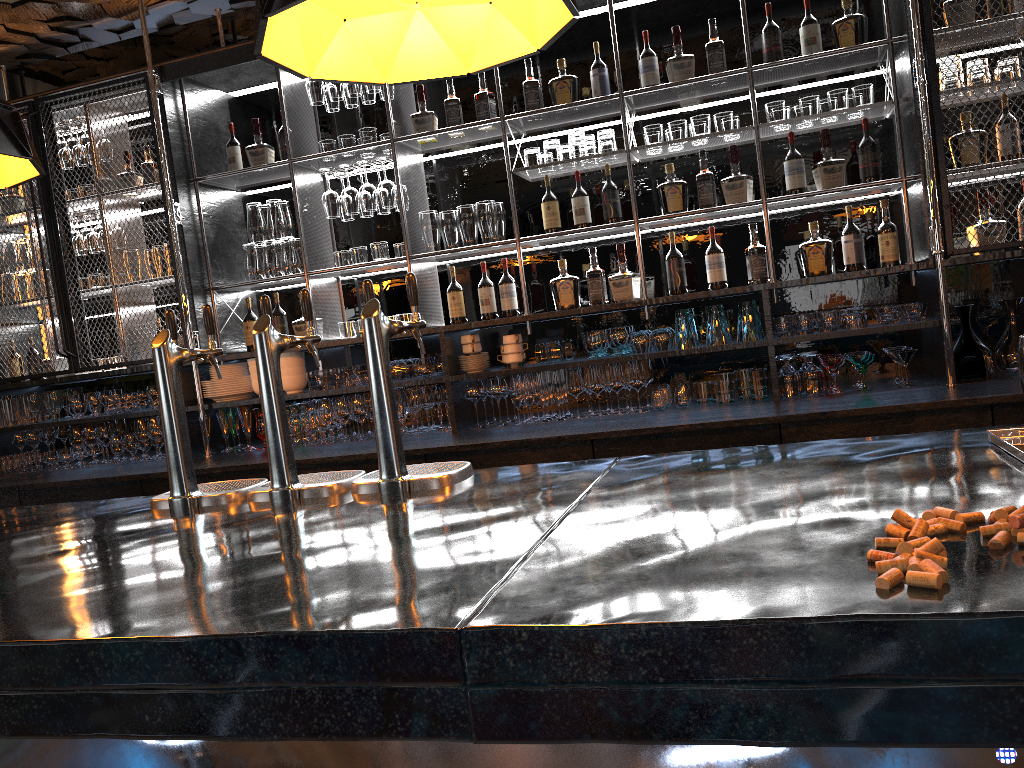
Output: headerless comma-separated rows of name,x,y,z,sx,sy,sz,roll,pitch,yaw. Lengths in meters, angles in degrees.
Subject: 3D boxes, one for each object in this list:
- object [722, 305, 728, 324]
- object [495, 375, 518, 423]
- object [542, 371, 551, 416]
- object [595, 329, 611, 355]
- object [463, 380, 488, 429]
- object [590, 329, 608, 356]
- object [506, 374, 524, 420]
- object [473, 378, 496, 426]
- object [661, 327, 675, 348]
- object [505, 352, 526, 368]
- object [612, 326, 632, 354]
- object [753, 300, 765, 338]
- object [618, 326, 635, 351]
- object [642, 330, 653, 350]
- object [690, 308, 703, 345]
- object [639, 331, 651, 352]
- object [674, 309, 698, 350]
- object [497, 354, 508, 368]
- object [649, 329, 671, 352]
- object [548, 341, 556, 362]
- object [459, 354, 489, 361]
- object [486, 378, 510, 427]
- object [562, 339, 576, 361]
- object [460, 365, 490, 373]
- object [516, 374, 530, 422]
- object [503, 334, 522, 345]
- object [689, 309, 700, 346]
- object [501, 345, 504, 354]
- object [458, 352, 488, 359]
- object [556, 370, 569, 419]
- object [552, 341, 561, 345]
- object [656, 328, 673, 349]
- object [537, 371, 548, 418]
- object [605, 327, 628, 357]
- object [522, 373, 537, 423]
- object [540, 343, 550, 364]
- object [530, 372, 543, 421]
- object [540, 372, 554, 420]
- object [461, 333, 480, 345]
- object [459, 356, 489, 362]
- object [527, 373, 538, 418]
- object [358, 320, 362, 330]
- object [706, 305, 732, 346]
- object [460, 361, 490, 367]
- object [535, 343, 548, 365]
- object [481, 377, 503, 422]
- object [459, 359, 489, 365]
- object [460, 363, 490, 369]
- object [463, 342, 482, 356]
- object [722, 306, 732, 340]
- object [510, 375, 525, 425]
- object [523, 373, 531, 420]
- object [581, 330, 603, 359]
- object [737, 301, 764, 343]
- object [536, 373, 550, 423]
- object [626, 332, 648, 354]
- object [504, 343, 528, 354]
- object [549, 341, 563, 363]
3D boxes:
object,0.960,-0.280,4.127,0.101,0.172,0.115,-6,4,21
object,-0.030,0.076,4.385,0.108,0.227,0.108,-8,4,-19
object,0.162,0.043,4.472,0.058,0.234,0.058,-9,4,-29
object,0.442,-0.203,4.340,0.100,0.125,0.100,-5,4,30
object,-0.175,0.099,4.305,0.108,0.227,0.108,-7,3,8
object,0.412,-0.192,4.226,0.100,0.125,0.100,-9,4,-26
object,0.004,0.065,4.502,0.108,0.227,0.108,-10,4,-37
object,-0.138,0.088,4.418,0.108,0.227,0.108,-8,3,-4
object,0.729,-0.217,4.194,0.098,0.097,0.098,-7,3,3
object,0.020,-0.116,4.264,0.106,0.067,0.094,-7,3,5
object,0.517,-0.204,4.190,0.108,0.126,0.108,-7,3,11
object,1.065,-0.284,3.968,0.115,0.172,0.101,-7,3,1
object,0.550,-0.215,4.308,0.108,0.126,0.108,-8,3,-12
object,0.647,-0.212,4.300,0.098,0.097,0.098,-7,3,8
object,0.833,-0.266,4.169,0.115,0.172,0.101,-7,3,1
object,0.601,-0.196,4.125,0.098,0.097,0.098,-10,4,-35
object,0.765,-0.244,3.937,0.101,0.172,0.115,-11,5,-44
object,-0.008,-0.118,4.368,0.106,0.067,0.094,-9,4,-21
object,0.668,-0.197,3.994,0.098,0.097,0.098,-10,4,-39
object,0.200,-0.156,4.298,0.058,0.099,0.067,-6,4,19
object,-0.186,-0.124,4.338,0.149,0.025,0.149,-9,4,-21
object,-0.065,0.087,4.273,0.108,0.227,0.108,-8,3,-13
object,0.271,-0.162,4.255,0.058,0.099,0.067,-5,4,29
object,-0.179,-0.071,4.342,0.149,0.022,0.149,-8,3,-15
object,0.050,0.067,4.310,0.058,0.234,0.058,-5,4,39
object,0.002,-0.203,4.253,0.094,0.068,0.106,-6,4,16
object,0.793,-0.254,4.054,0.115,0.172,0.101,-6,4,26
object,-0.008,-0.163,4.362,0.094,0.069,0.105,-8,3,-6
object,-0.189,-0.135,4.338,0.149,0.026,0.148,-6,4,23
object,0.235,0.050,4.224,0.049,0.231,0.049,-6,4,21
object,0.218,-0.162,4.364,0.067,0.099,0.058,-9,4,-23
object,0.695,-0.207,4.098,0.098,0.097,0.098,-4,4,41
object,0.144,0.050,4.395,0.058,0.234,0.058,-8,3,-6
object,0.483,-0.193,4.079,0.108,0.126,0.108,-10,4,-39
object,0.082,0.068,4.222,0.058,0.234,0.058,-6,4,20
object,0.153,-0.145,4.212,0.067,0.099,0.058,-8,3,-14
object,0.117,0.058,4.310,0.058,0.234,0.058,-10,4,-40
object,0.163,0.058,4.247,0.049,0.231,0.049,-6,4,25
object,-0.205,-0.209,4.334,0.094,0.069,0.106,-6,4,23
object,-0.183,-0.114,4.338,0.149,0.026,0.148,-6,4,23
object,0.093,0.053,4.460,0.058,0.234,0.058,-6,4,19
object,-0.739,-0.286,4.536,0.089,0.092,0.089,-9,4,-20
object,0.898,-0.258,3.888,0.115,0.172,0.101,-7,3,1
object,-0.181,-0.092,4.340,0.149,0.023,0.149,-7,3,1
object,0.136,-0.139,4.146,0.067,0.099,0.058,-9,4,-28
object,-0.103,0.076,4.534,0.108,0.227,0.108,-10,5,-42
object,-0.183,-0.104,4.339,0.149,0.024,0.149,-6,4,16
object,-0.179,-0.081,4.341,0.149,0.023,0.149,-8,3,-15
object,-0.189,-0.167,4.333,0.094,0.070,0.107,-10,5,-43
object,0.929,-0.269,4.011,0.115,0.172,0.101,-11,5,-44
object,0.024,0.075,4.229,0.058,0.234,0.058,-9,4,-30
object,0.070,0.060,4.380,0.058,0.234,0.058,-8,3,-8
object,0.377,-0.181,4.109,0.100,0.125,0.100,-10,4,-34
object,1.027,-0.273,3.857,0.115,0.172,0.101,-11,5,-44
object,0.143,0.064,4.184,0.049,0.231,0.049,-5,4,28
object,0.571,-0.187,4.029,0.098,0.097,0.098,-8,3,-4
object,0.013,-0.160,4.265,0.106,0.069,0.094,-9,4,-32
object,0.204,-0.149,4.166,0.058,0.099,0.067,-10,4,-38
